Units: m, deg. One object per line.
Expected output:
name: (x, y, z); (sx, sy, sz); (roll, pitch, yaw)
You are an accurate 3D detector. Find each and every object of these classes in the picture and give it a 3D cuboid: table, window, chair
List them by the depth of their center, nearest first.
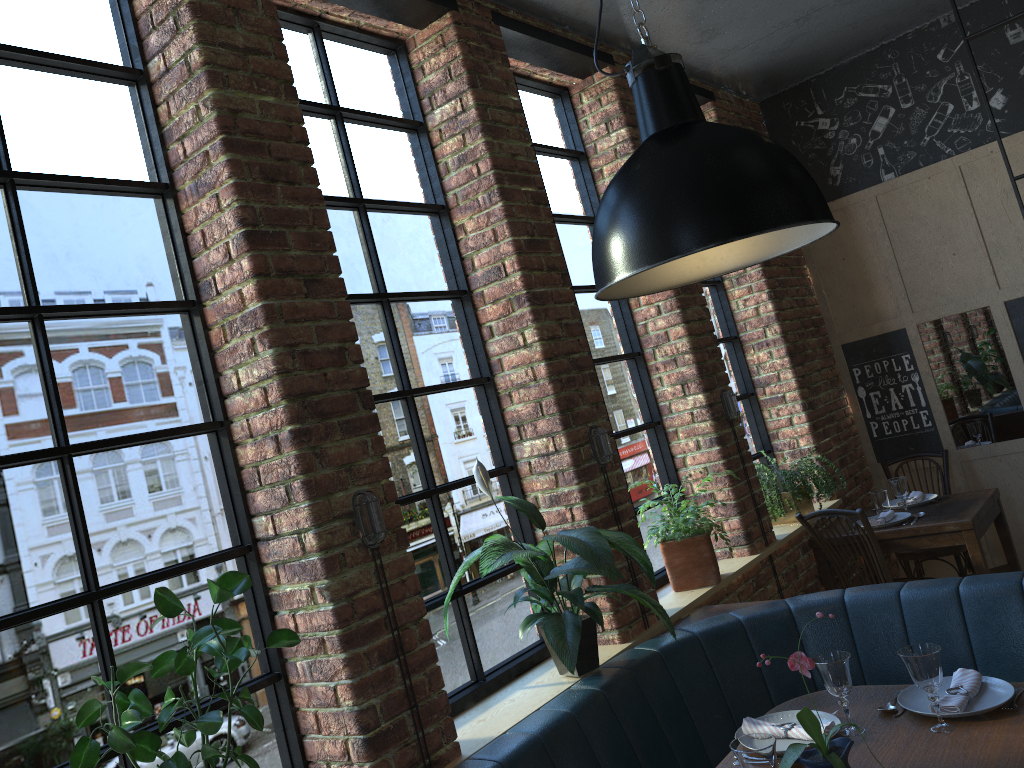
window: (-0.535, -0.203, 1.210); (3.457, 2.440, 8.449); (-15, -4, 2)
table: (0.812, 1.224, 1.806); (0.856, 0.664, 1.472); (-18, -5, 38)
chair: (1.775, 0.978, 4.164); (0.501, 0.920, 0.419); (-12, -7, -32)
table: (2.103, 1.014, 4.482); (0.780, 0.730, 0.717); (-18, -6, 38)
chair: (2.367, 0.872, 4.972); (0.420, 0.919, 0.499); (-18, -6, 32)

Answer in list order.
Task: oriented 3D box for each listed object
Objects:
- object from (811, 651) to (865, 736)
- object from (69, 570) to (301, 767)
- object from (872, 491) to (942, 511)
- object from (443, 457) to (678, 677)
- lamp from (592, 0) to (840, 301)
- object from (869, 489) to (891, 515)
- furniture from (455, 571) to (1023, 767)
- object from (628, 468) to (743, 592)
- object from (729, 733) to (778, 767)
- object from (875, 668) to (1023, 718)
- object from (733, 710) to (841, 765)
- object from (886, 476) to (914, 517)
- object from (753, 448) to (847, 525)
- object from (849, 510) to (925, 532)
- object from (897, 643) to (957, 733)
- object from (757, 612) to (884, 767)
object: (0.848, 0.799, 2.271); (0.095, 0.192, 0.101); (-13, -6, -23)
object: (-0.680, 0.765, 1.908); (0.494, 0.666, 0.398); (-12, -6, -28)
object: (2.107, 0.623, 4.713); (0.338, 0.052, 0.257); (-17, -4, 41)
object: (0.101, 0.563, 2.816); (0.632, 0.755, 0.701); (-18, -6, 37)
lamp: (0.271, -0.901, 2.007); (0.508, 1.333, 0.548); (-11, -7, -35)
object: (1.950, 0.625, 4.655); (0.081, 0.120, 0.087); (-11, -6, -35)
furniture: (0.583, 1.210, 1.997); (1.420, 0.826, 2.497); (-18, -5, 38)
object: (0.713, 0.607, 3.721); (0.444, 0.485, 0.433); (-12, -6, -30)
object: (0.538, 0.856, 1.869); (0.095, 0.192, 0.101); (-13, -6, -23)
object: (1.126, 0.801, 2.283); (0.338, 0.052, 0.257); (-17, -4, 41)
object: (0.712, 0.910, 2.306); (0.280, 0.052, 0.310); (-18, -4, 41)
object: (1.963, 0.570, 4.431); (0.100, 0.192, 0.096); (-16, -6, 9)
object: (1.451, 0.524, 4.587); (0.518, 0.371, 0.580); (-18, -5, 38)
object: (1.854, 0.669, 4.378); (0.338, 0.052, 0.257); (-17, -4, 41)
object: (1.026, 0.746, 2.159); (0.095, 0.192, 0.101); (-13, -6, -23)
object: (0.617, 0.709, 1.812); (0.209, 0.433, 0.141); (-11, -7, -33)
